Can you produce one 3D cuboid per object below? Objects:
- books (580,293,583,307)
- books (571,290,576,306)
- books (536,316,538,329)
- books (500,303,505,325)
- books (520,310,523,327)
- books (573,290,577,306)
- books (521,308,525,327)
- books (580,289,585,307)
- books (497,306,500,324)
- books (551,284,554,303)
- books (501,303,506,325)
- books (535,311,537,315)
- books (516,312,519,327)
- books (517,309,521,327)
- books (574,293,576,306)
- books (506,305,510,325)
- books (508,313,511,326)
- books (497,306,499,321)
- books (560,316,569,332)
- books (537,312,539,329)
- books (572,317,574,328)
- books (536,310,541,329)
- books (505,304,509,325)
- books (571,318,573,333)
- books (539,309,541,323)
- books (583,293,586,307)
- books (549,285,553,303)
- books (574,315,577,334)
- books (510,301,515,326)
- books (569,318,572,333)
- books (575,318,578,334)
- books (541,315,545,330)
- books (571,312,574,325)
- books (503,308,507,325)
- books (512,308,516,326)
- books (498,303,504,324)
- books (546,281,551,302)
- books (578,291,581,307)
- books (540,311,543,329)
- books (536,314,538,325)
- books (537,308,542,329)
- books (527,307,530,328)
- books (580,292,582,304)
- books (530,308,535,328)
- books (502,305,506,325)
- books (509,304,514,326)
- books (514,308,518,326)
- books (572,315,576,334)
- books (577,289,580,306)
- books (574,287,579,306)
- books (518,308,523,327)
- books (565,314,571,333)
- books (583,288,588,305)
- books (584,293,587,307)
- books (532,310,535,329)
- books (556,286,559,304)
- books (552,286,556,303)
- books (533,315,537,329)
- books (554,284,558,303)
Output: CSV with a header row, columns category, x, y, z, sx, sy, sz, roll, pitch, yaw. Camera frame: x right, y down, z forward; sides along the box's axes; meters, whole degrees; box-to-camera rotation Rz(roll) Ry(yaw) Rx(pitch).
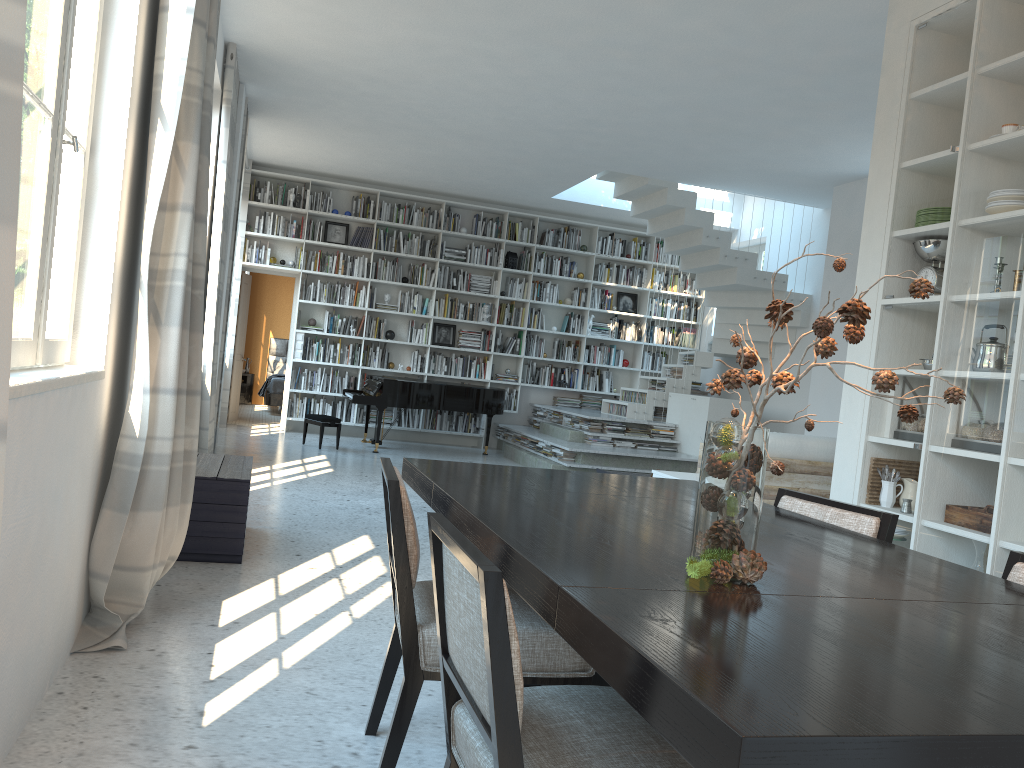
category,x,y,z,sx,sy,sz,roll,pitch,yaw
books,0.924,-1.137,12.063,0.013,0.202,0.173,6,1,-16
books,0.824,-1.157,12.046,0.015,0.220,0.140,6,1,-16
books,0.318,-0.835,11.904,0.007,0.212,0.158,6,1,-16
books,-0.149,-0.926,11.782,0.035,0.293,0.145,6,2,-16
books,0.108,-0.876,11.866,0.019,0.248,0.148,6,1,-16
books,0.845,-1.161,12.045,0.012,0.232,0.154,6,1,-16
books,0.128,-0.884,11.868,0.033,0.269,0.141,6,1,-16
books,0.944,-1.163,12.056,0.016,0.257,0.175,6,1,-16
books,-0.197,-0.908,11.787,0.013,0.247,0.176,6,1,-16
books,0.521,-1.210,11.959,0.024,0.262,0.133,6,1,-16
books,-0.133,-0.924,11.771,0.035,0.293,0.145,6,2,-16
books,0.297,-0.853,11.906,0.008,0.242,0.169,6,1,-16
books,0.048,-0.860,11.820,0.034,0.204,0.181,6,1,-16
books,0.069,-0.876,11.845,0.028,0.239,0.145,6,1,-16
books,0.834,-1.148,12.045,0.005,0.205,0.153,6,1,-16
books,-0.075,-0.910,11.815,0.035,0.278,0.139,6,2,-16
books,-0.057,-0.860,11.826,0.030,0.181,0.131,6,1,-16
books,-0.208,-0.908,11.771,0.014,0.244,0.145,6,1,-16
books,0.714,-0.807,12.030,0.056,0.241,0.153,6,1,-16
books,0.328,-0.850,11.919,0.017,0.243,0.132,6,1,-16
books,0.799,-0.794,12.058,0.007,0.230,0.146,6,1,-16
books,0.343,-0.862,11.913,0.006,0.270,0.178,6,1,-16
books,-0.086,-0.919,11.787,0.019,0.294,0.163,6,1,-16
books,0.781,-0.790,12.036,0.013,0.219,0.187,6,1,-16
books,0.347,-0.864,11.919,0.006,0.274,0.167,6,1,-16
books,0.954,-1.135,12.060,0.013,0.204,0.173,6,1,-16
books,0.502,-1.203,11.933,0.025,0.245,0.183,6,1,-16
books,0.832,-0.805,12.052,0.015,0.259,0.152,6,1,-16
books,-0.011,-0.933,11.813,0.021,0.338,0.169,6,2,-16
books,0.772,-0.787,12.033,0.006,0.210,0.188,6,1,-16
books,0.845,-0.786,12.049,0.012,0.224,0.178,6,1,-16
books,0.407,-0.824,11.918,0.051,0.210,0.176,6,1,-16
books,0.794,-0.828,12.053,0.013,0.295,0.153,6,1,-16
books,-0.107,-0.890,11.787,0.015,0.232,0.180,6,1,-16
books,0.000,-0.890,11.822,0.033,0.253,0.174,6,1,-16
books,-0.159,-0.926,11.769,0.035,0.293,0.145,6,2,-16
books,0.477,-1.231,11.940,0.027,0.295,0.159,6,1,-16
books,0.898,-1.153,12.061,0.016,0.228,0.160,6,1,-16
books,0.374,-0.851,11.936,0.007,0.254,0.160,6,1,-16
books,0.306,-0.836,11.909,0.014,0.209,0.156,6,1,-16
books,0.357,-0.870,11.922,0.013,0.287,0.158,6,1,-16
books,0.206,-0.885,11.869,0.035,0.288,0.191,6,1,-16
books,0.909,-1.141,12.070,0.012,0.206,0.137,6,1,-16
books,0.253,-0.876,11.867,0.013,0.279,0.191,6,1,-16
books,-0.125,-0.923,11.789,0.035,0.293,0.145,6,2,-16
books,-0.021,-0.912,11.792,0.019,0.293,0.182,6,1,-16
books,0.029,-0.881,11.805,0.027,0.242,0.188,6,1,-16
books,0.817,-0.809,12.047,0.018,0.263,0.165,6,1,-16
books,0.873,-1.164,12.052,0.016,0.244,0.151,6,1,-16
books,0.862,-1.177,12.037,0.015,0.267,0.164,6,1,-16
books,0.095,-0.886,11.846,0.032,0.266,0.142,6,1,-16
books,0.753,-0.816,12.033,0.021,0.264,0.174,6,1,-16
books,0.991,-1.168,12.065,0.005,0.278,0.182,6,1,-16
books,0.977,-1.134,12.070,0.012,0.206,0.169,6,1,-16
books,0.270,-0.863,11.902,0.013,0.256,0.144,6,1,-16
books,0.602,-1.197,11.979,0.034,0.254,0.160,6,1,-16
books,0.545,-1.192,11.952,0.021,0.232,0.183,6,1,-16
books,0.290,-0.828,11.878,0.017,0.192,0.191,6,1,-16
books,0.572,-1.209,11.946,0.024,0.272,0.169,6,1,-16
